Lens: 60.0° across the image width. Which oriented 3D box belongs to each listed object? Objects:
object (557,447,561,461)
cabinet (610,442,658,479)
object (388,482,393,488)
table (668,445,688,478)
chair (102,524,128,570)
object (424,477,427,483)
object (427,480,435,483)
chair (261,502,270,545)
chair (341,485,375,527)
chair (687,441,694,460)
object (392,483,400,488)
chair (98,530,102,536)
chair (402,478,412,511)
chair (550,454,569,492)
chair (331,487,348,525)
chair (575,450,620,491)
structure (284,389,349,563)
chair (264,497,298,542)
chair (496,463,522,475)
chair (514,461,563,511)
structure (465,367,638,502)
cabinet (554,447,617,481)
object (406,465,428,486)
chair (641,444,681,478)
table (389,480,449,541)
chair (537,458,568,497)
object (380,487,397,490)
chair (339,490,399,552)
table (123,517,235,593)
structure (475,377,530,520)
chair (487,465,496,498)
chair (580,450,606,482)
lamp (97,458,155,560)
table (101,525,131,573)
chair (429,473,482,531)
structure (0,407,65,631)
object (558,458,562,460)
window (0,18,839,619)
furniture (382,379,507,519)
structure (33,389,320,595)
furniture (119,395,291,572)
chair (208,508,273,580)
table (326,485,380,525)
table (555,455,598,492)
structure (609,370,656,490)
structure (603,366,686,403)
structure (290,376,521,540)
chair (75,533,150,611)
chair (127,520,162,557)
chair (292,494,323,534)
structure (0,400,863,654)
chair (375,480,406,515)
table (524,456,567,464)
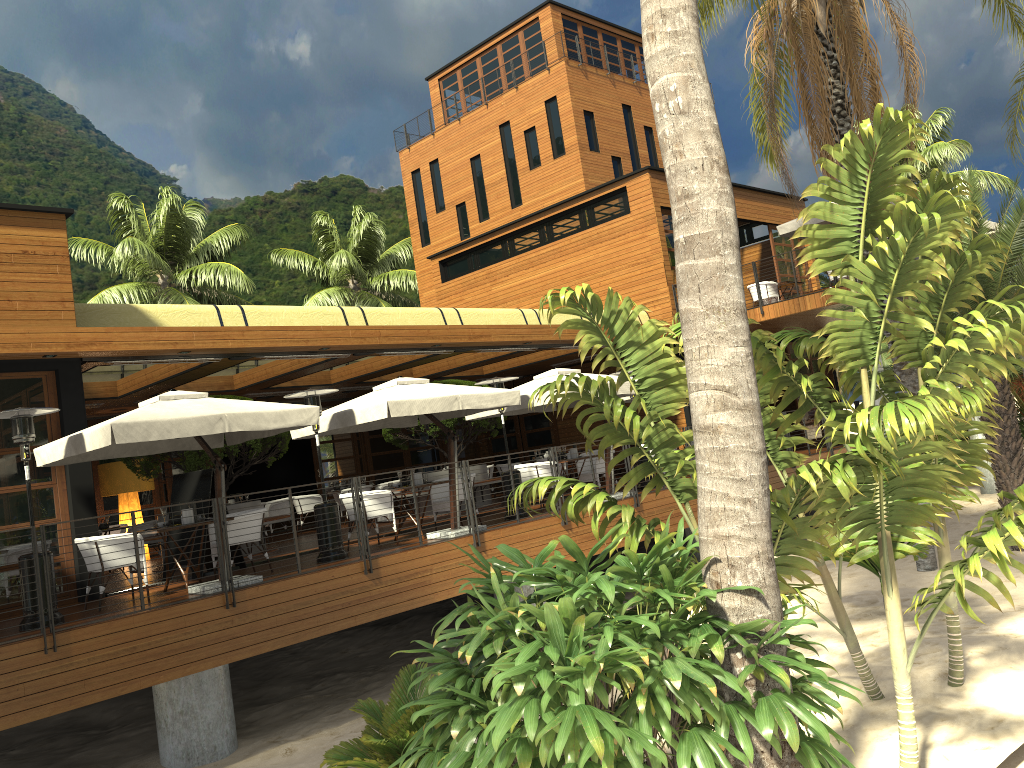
[{"bbox_3d":[0.801,1.166,14.855,0.082,0.227,0.082,-3,-7,-44],"label":"object"},{"bbox_3d":[2.928,1.767,20.822,0.557,0.839,1.607,-3,-7,-45],"label":"cabinet"},{"bbox_3d":[-1.730,1.454,12.668,0.086,0.086,0.086,-4,-7,-41],"label":"object"},{"bbox_3d":[3.350,1.481,17.469,0.932,0.750,0.929,-4,-7,-45],"label":"table"},{"bbox_3d":[-7.150,2.928,15.809,0.628,0.789,0.615,-7,-5,-14],"label":"chair"},{"bbox_3d":[-1.264,1.393,12.791,0.086,0.086,0.086,-4,-7,-41],"label":"object"},{"bbox_3d":[-1.273,1.441,12.995,0.170,0.025,0.294,-4,-6,-45],"label":"object"},{"bbox_3d":[-4.813,2.610,16.288,0.628,0.789,0.615,-4,-7,-39],"label":"chair"},{"bbox_3d":[-3.136,2.508,18.249,0.628,0.789,0.615,-6,-6,-24],"label":"chair"},{"bbox_3d":[3.939,1.420,18.074,0.617,0.789,0.626,-4,-7,-44],"label":"chair"},{"bbox_3d":[-1.640,1.446,12.602,0.116,0.065,0.116,-13,-6,43],"label":"object"},{"bbox_3d":[-6.885,2.760,14.178,0.628,0.789,0.615,-7,-5,-14],"label":"chair"},{"bbox_3d":[-2.283,2.617,21.302,0.617,0.789,0.626,-9,-5,1],"label":"chair"},{"bbox_3d":[1.042,2.028,20.230,0.627,0.789,0.616,-9,-5,1],"label":"chair"},{"bbox_3d":[-3.679,2.712,19.805,0.628,0.789,0.615,-6,-6,-24],"label":"chair"},{"bbox_3d":[1.536,1.596,15.649,0.617,0.789,0.626,-4,-7,-44],"label":"chair"},{"bbox_3d":[-2.425,1.142,11.297,0.698,2.196,0.699,-12,-6,32],"label":"structure"},{"bbox_3d":[-4.570,2.663,17.440,0.617,0.789,0.626,-4,-7,-39],"label":"chair"},{"bbox_3d":[0.004,2.124,19.441,0.617,0.789,0.626,-9,-5,1],"label":"chair"},{"bbox_3d":[0.426,1.680,14.564,0.617,0.789,0.626,-4,-7,-44],"label":"chair"},{"bbox_3d":[0.926,0.865,15.106,2.415,2.337,2.408,-4,-7,-45],"label":"structure"},{"bbox_3d":[1.800,2.027,21.954,0.557,0.839,1.607,-3,-7,-45],"label":"cabinet"},{"bbox_3d":[-1.348,1.300,12.591,0.263,0.264,0.263,-9,-5,0],"label":"object"},{"bbox_3d":[2.829,1.504,16.989,0.617,0.789,0.626,-4,-7,-44],"label":"chair"},{"bbox_3d":[-1.420,1.830,12.655,0.932,0.750,0.929,-4,-7,-45],"label":"table"},{"bbox_3d":[0.878,1.924,18.579,0.627,0.789,0.616,-9,-5,1],"label":"chair"},{"bbox_3d":[-1.714,1.466,12.455,0.170,0.025,0.294,-4,-6,-45],"label":"object"},{"bbox_3d":[-1.977,1.856,12.138,0.617,0.789,0.626,-4,-7,-44],"label":"chair"},{"bbox_3d":[-3.801,2.004,10.251,0.932,0.750,0.929,-4,-7,-45],"label":"table"},{"bbox_3d":[-0.083,0.970,13.660,0.698,2.196,0.699,-12,-6,32],"label":"structure"},{"bbox_3d":[-0.678,2.370,21.262,0.617,0.789,0.626,-9,-5,1],"label":"chair"},{"bbox_3d":[1.798,1.842,19.315,0.617,0.789,0.626,-9,-5,1],"label":"chair"},{"bbox_3d":[-7.406,2.512,17.204,0.972,2.014,0.973,-11,-6,24],"label":"lamp"},{"bbox_3d":[-7.030,2.862,14.965,1.165,0.750,1.165,-10,-5,13],"label":"table"},{"bbox_3d":[-0.826,1.769,13.265,0.617,0.789,0.626,-4,-7,-44],"label":"chair"},{"bbox_3d":[-4.815,1.317,8.884,0.698,2.196,0.699,-12,-6,32],"label":"structure"},{"bbox_3d":[0.802,1.268,14.923,0.080,0.042,0.080,-9,-5,6],"label":"object"},{"bbox_3d":[-0.200,-6.144,24.921,14.471,17.994,38.400,-11,-5,22],"label":"window"},{"bbox_3d":[-1.336,1.282,18.343,2.611,2.727,2.695,-12,-6,35],"label":"furniture"},{"bbox_3d":[-3.824,1.212,10.312,2.415,2.337,2.408,-4,-7,-45],"label":"structure"},{"bbox_3d":[-5.029,1.560,14.712,2.568,2.727,2.716,-9,-5,10],"label":"furniture"},{"bbox_3d":[-3.280,1.948,10.789,0.617,0.789,0.626,-4,-7,-44],"label":"chair"},{"bbox_3d":[-3.363,2.623,19.039,1.164,0.750,1.165,-11,-5,25],"label":"table"},{"bbox_3d":[0.962,1.656,15.059,0.932,0.750,0.929,-4,-7,-45],"label":"table"},{"bbox_3d":[2.267,0.798,16.031,0.698,2.196,0.699,-12,-6,32],"label":"structure"},{"bbox_3d":[3.301,0.691,17.503,2.415,2.337,2.408,-4,-7,-45],"label":"structure"},{"bbox_3d":[-1.449,1.039,12.709,2.415,2.337,2.408,-4,-7,-45],"label":"structure"},{"bbox_3d":[-4.390,2.032,9.703,0.617,0.789,0.626,-4,-7,-44],"label":"chair"},{"bbox_3d":[-6.182,2.727,15.126,0.617,0.789,0.626,-7,-5,-14],"label":"chair"},{"bbox_3d":[-4.295,2.716,18.653,0.617,0.789,0.626,-6,-6,-24],"label":"chair"},{"bbox_3d":[2.494,1.375,14.956,26.282,1.155,0.163,-4,-7,-45],"label":"structure"},{"bbox_3d":[-2.606,2.510,19.303,0.617,0.789,0.626,-6,-6,-24],"label":"chair"},{"bbox_3d":[0.884,2.010,19.448,1.167,0.750,1.163,-5,-6,-40],"label":"table"}]
